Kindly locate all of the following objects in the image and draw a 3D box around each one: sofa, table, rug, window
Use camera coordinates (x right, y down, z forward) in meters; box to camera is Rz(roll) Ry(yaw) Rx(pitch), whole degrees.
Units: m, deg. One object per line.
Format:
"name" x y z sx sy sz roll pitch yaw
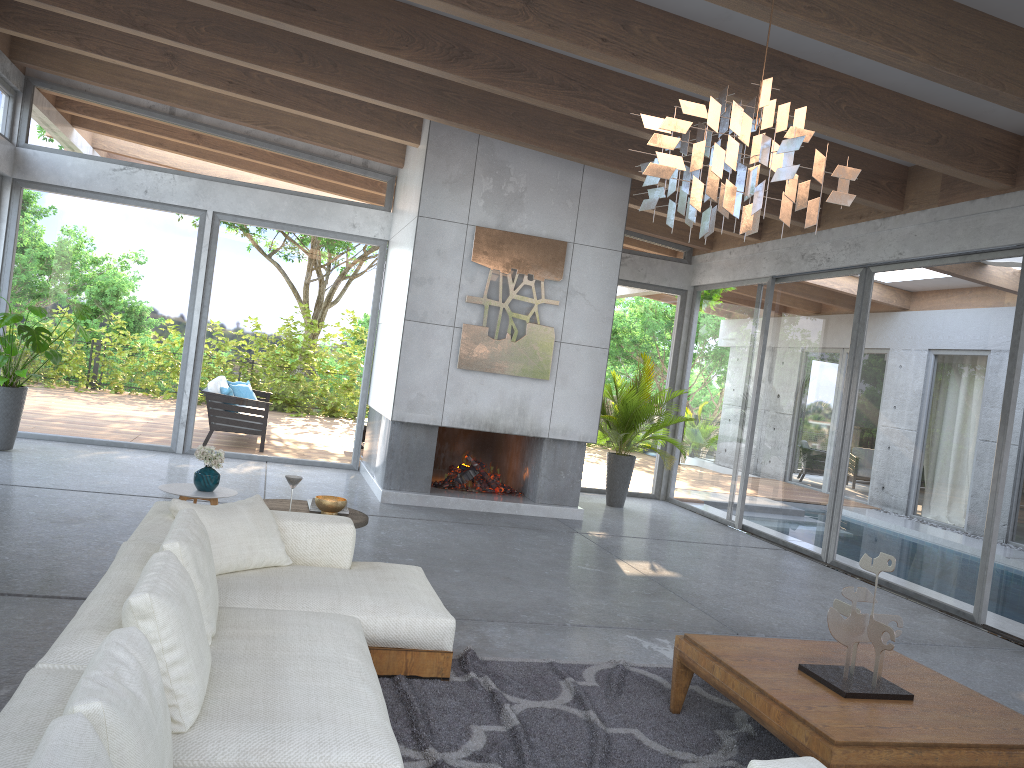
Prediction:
"sofa" -0.400 0.976 2.843 1.965 0.777 3.733 7 1 -15
"table" -1.193 0.929 4.958 0.725 0.441 0.725 8 1 36
"rug" 0.756 1.400 3.328 3.186 0.056 2.187 7 1 -15
"window" 1.525 -0.350 3.093 14.294 3.764 23.280 7 1 -15
"table" 1.327 1.328 3.420 1.048 0.352 1.112 7 1 -15

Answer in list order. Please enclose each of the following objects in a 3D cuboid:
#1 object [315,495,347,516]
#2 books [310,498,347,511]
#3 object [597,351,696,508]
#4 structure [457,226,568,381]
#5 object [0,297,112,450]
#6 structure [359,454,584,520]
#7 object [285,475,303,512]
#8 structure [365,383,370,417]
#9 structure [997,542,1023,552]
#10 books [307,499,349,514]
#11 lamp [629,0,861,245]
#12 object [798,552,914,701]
"object" -1.010 0.683 4.926 0.173 0.097 0.173 7 1 -36
"books" -1.063 0.700 5.161 0.205 0.012 0.290 7 1 -10
"object" 1.302 0.491 10.126 1.484 1.819 1.798 7 1 -8
"structure" 0.007 -0.759 8.453 0.919 1.351 0.041 7 1 -15
"object" -4.807 -0.165 8.466 1.416 1.540 1.731 8 1 4
"structure" -0.509 0.887 9.559 2.012 0.595 2.203 7 1 -15
"object" -1.183 0.604 4.761 0.099 0.212 0.099 8 1 16
"structure" -4.596 0.306 10.390 15.587 3.022 31.708 8 1 26
"structure" 7.401 2.256 6.975 0.477 0.068 13.673 7 1 -15
"books" -1.072 0.712 5.161 0.220 0.015 0.303 7 1 -16
"lamp" 0.736 -1.190 3.033 0.862 1.400 0.636 8 1 32
"object" 1.354 0.893 3.429 0.346 0.518 0.379 7 1 -15
